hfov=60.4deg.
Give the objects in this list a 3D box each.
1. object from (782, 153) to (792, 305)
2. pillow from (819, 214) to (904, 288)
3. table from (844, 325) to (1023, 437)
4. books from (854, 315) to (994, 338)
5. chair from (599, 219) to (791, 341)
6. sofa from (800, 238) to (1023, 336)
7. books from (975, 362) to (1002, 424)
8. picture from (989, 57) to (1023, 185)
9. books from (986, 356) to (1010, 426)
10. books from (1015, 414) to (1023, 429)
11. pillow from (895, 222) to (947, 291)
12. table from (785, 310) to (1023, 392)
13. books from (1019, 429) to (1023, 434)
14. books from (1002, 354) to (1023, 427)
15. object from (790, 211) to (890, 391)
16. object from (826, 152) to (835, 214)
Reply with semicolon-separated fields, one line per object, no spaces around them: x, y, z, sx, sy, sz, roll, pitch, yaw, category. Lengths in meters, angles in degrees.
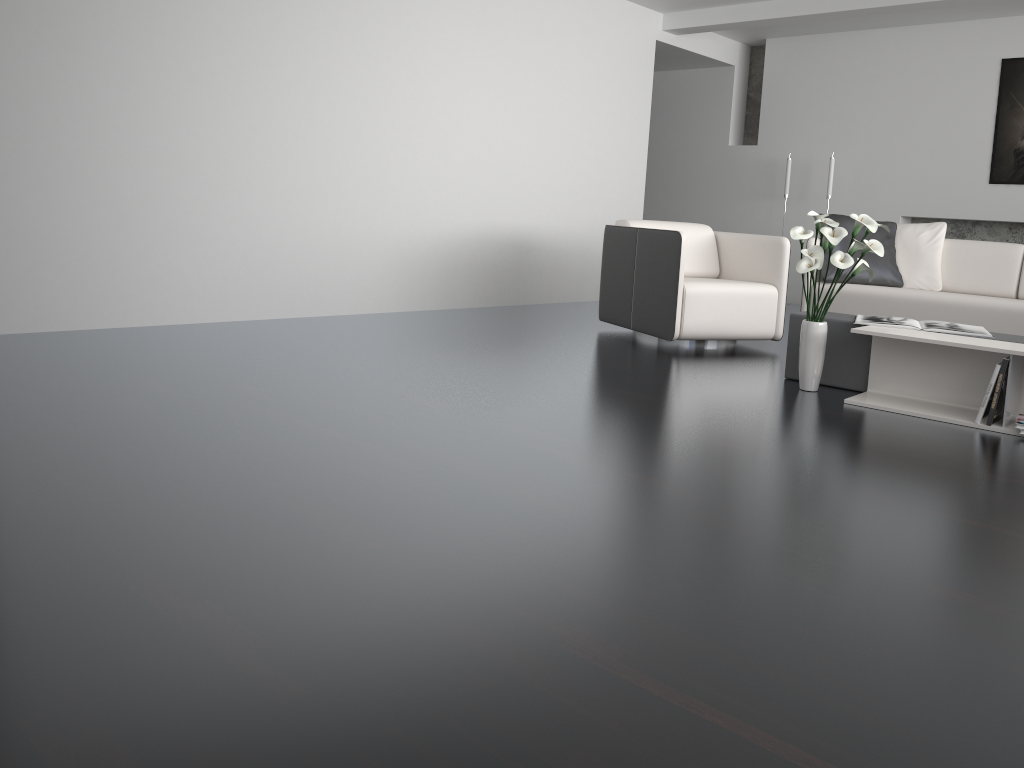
2.513;-1.437;8.153;0.181;1.380;0.180;8;6;42;object
2.260;-0.868;5.710;0.565;0.444;0.281;3;6;-4;pillow
1.864;-0.007;3.476;0.978;0.310;0.300;12;12;40;table
1.821;-0.265;3.927;0.551;0.016;0.362;8;12;22;books
1.076;-0.652;5.374;0.767;0.653;0.933;0;10;-23;chair
3.012;-0.516;5.298;2.262;0.652;0.924;12;13;39;sofa
1.875;0.027;3.422;0.070;0.235;0.228;8;9;40;books
4.182;-2.054;6.868;0.753;0.993;0.004;10;8;42;picture
1.900;0.020;3.403;0.051;0.260;0.235;8;8;40;books
2.031;0.160;3.278;0.265;0.016;0.229;11;13;32;books
2.550;-0.838;5.815;0.589;0.494;0.325;9;8;31;pillow
1.877;-0.087;3.882;1.271;0.310;0.300;13;12;40;table
2.032;0.181;3.254;0.265;0.016;0.215;11;13;32;books
1.935;0.013;3.398;0.007;0.281;0.206;7;8;40;books
1.387;-0.345;3.802;0.380;0.788;0.450;6;7;25;object
2.771;-1.346;7.776;0.181;1.380;0.180;8;6;42;object
